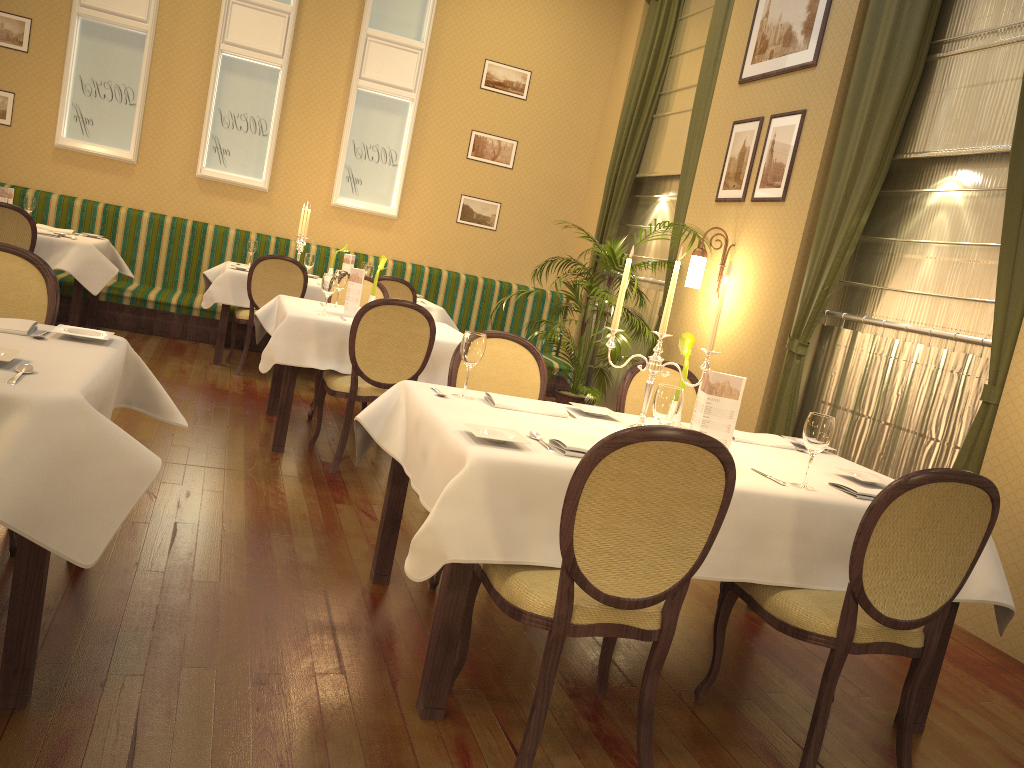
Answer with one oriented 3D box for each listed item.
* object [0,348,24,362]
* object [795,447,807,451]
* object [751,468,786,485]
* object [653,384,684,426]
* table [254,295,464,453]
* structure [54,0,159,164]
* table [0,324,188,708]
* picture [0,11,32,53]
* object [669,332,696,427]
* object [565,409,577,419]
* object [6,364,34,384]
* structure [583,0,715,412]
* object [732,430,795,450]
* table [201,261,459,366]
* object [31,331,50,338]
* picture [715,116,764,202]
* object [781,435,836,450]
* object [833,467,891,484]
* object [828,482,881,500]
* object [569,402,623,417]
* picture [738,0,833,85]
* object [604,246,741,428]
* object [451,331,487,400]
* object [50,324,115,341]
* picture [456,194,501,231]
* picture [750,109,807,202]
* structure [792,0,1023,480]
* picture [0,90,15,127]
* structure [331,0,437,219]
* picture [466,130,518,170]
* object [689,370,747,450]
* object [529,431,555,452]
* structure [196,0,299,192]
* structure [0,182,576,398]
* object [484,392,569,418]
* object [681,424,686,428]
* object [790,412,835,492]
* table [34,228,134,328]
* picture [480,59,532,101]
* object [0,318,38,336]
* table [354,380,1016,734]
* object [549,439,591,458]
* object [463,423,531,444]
[{"bbox_3d":[-1.301,-0.070,2.168,0.160,0.024,0.160,9,8,-19],"label":"object"},{"bbox_3d":[1.107,0.245,3.491,0.038,0.015,0.181,9,8,-17],"label":"object"},{"bbox_3d":[0.792,0.284,2.755,0.017,0.010,0.185,9,8,-19],"label":"object"},{"bbox_3d":[0.447,0.119,2.624,0.088,0.229,0.088,16,9,29],"label":"object"},{"bbox_3d":[-0.867,-0.016,5.303,1.395,0.759,1.389,9,8,-17],"label":"table"},{"bbox_3d":[-3.491,-3.527,7.872,0.687,2.985,0.200,9,8,-19],"label":"structure"},{"bbox_3d":[-1.976,0.188,2.182,2.152,0.759,1.385,9,8,-18],"label":"table"},{"bbox_3d":[-4.390,-3.064,7.669,0.401,0.294,0.008,9,8,-19],"label":"picture"},{"bbox_3d":[0.581,0.010,3.069,0.076,0.375,0.163,12,8,3],"label":"object"},{"bbox_3d":[0.202,0.101,3.203,0.017,0.010,0.185,9,8,-17],"label":"object"},{"bbox_3d":[-1.157,-0.024,2.078,0.038,0.015,0.181,9,8,-17],"label":"object"},{"bbox_3d":[1.398,-1.884,8.188,0.123,4.511,1.942,9,8,-19],"label":"structure"},{"bbox_3d":[0.948,0.211,3.452,0.273,0.033,0.142,9,8,-19],"label":"object"},{"bbox_3d":[-1.564,-0.473,7.572,2.152,0.759,1.385,9,8,-18],"label":"table"},{"bbox_3d":[-1.396,-0.150,2.639,0.038,0.015,0.181,9,8,-17],"label":"object"},{"bbox_3d":[1.697,-1.674,6.646,0.022,0.619,0.412,9,8,-19],"label":"picture"},{"bbox_3d":[1.191,0.247,3.566,0.160,0.024,0.160,9,8,-19],"label":"object"},{"bbox_3d":[1.203,0.325,3.021,0.160,0.024,0.160,9,8,-19],"label":"object"},{"bbox_3d":[1.159,0.347,2.810,0.273,0.024,0.142,9,8,-19],"label":"object"},{"bbox_3d":[0.308,0.105,3.285,0.160,0.024,0.160,9,8,-19],"label":"object"},{"bbox_3d":[1.983,-2.723,6.283,0.027,1.057,0.966,9,8,-19],"label":"picture"},{"bbox_3d":[0.475,-0.123,2.858,0.390,0.655,0.131,17,10,37],"label":"object"},{"bbox_3d":[-0.147,-0.065,3.075,0.088,0.229,0.088,16,9,29],"label":"object"},{"bbox_3d":[-1.313,-0.148,2.714,0.160,0.024,0.160,9,8,-19],"label":"object"},{"bbox_3d":[-0.343,-1.772,9.179,0.437,0.294,0.008,9,8,-19],"label":"picture"},{"bbox_3d":[1.845,-1.578,6.168,0.022,0.619,0.412,9,8,-19],"label":"picture"},{"bbox_3d":[2.407,-1.222,4.900,0.134,4.511,1.900,9,8,-19],"label":"structure"},{"bbox_3d":[-4.536,-2.434,7.750,0.313,0.294,0.008,9,8,-19],"label":"picture"},{"bbox_3d":[-1.182,-3.162,8.658,0.670,2.985,0.200,9,8,-19],"label":"structure"},{"bbox_3d":[-0.200,-2.403,9.096,0.504,0.294,0.008,9,8,-19],"label":"picture"},{"bbox_3d":[0.658,0.093,2.957,0.166,0.277,0.081,19,10,42],"label":"object"},{"bbox_3d":[0.085,0.165,2.555,0.038,0.015,0.181,9,8,-17],"label":"object"},{"bbox_3d":[-2.371,-3.350,8.254,0.661,2.985,0.200,9,8,-19],"label":"structure"},{"bbox_3d":[-6.216,-1.481,7.000,14.516,1.031,0.850,9,8,-19],"label":"structure"},{"bbox_3d":[0.051,0.074,3.108,0.273,0.033,0.142,9,8,-19],"label":"object"},{"bbox_3d":[0.675,0.176,3.364,0.017,0.010,0.185,9,8,-17],"label":"object"},{"bbox_3d":[0.914,0.205,2.692,0.088,0.229,0.088,16,9,29],"label":"object"},{"bbox_3d":[-4.092,-0.872,6.711,2.152,0.759,1.385,9,8,-18],"label":"table"},{"bbox_3d":[-0.060,-3.087,9.001,0.504,0.294,0.008,9,8,-19],"label":"picture"},{"bbox_3d":[-1.556,-0.184,2.599,0.273,0.033,0.142,9,8,-19],"label":"object"},{"bbox_3d":[0.527,0.583,3.035,2.152,0.759,1.385,9,8,-18],"label":"table"},{"bbox_3d":[0.256,0.193,2.556,0.273,0.033,0.142,9,8,-19],"label":"object"},{"bbox_3d":[-0.046,0.147,2.459,0.160,0.024,0.160,9,8,-19],"label":"object"}]
